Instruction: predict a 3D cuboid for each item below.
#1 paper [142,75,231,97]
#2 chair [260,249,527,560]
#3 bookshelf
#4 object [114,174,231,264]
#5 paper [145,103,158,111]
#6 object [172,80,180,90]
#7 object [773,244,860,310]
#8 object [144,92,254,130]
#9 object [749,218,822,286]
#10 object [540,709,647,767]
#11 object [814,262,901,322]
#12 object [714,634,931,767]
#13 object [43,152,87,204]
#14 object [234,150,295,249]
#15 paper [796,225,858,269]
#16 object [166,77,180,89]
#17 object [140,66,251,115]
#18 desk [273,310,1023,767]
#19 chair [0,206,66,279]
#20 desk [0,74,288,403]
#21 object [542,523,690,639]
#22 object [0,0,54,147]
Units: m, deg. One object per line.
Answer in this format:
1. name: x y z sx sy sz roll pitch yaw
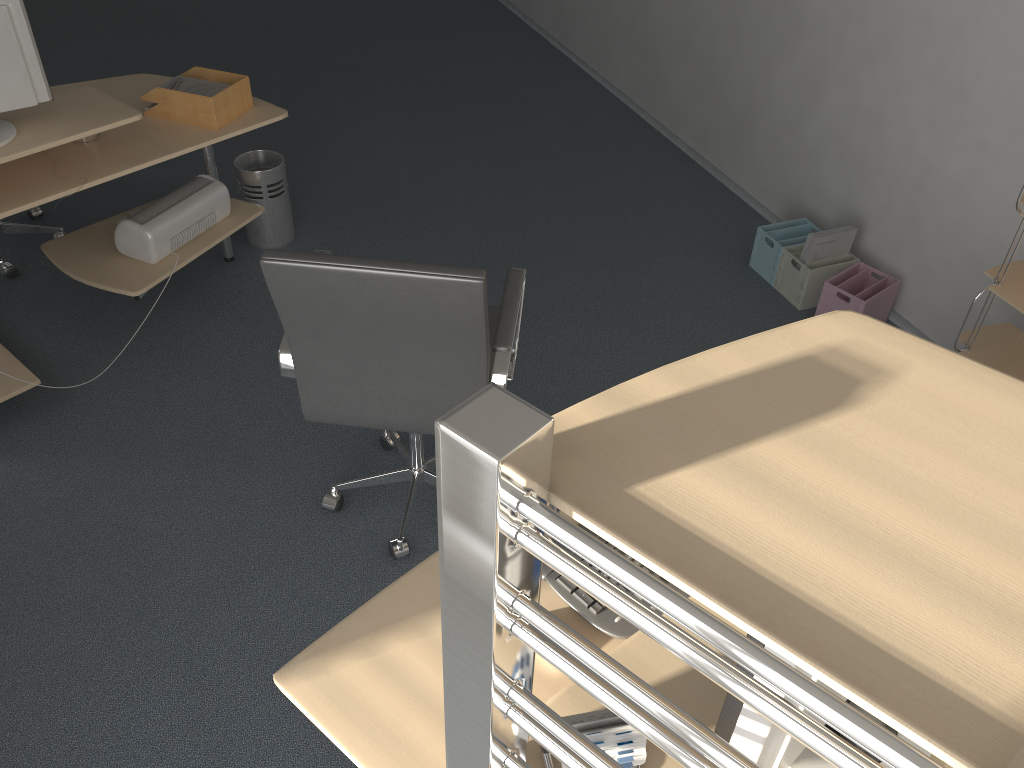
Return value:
1. paper: -1.136 -1.048 3.187 0.297 0.010 0.210 15 41 14
2. chair: -0.278 -0.046 2.456 0.584 1.048 0.652 6 40 4
3. bookshelf: 1.694 -0.277 2.425 0.381 1.572 0.724 -13 42 -17
4. object: -1.356 -0.663 3.399 0.351 0.162 0.438 18 42 18
5. paper: -1.138 -1.008 3.220 0.297 0.019 0.210 15 41 14
6. object: -1.213 -1.064 3.189 0.008 0.009 0.159 -1 40 -4
7. object: 1.265 -0.455 3.699 0.245 0.202 0.185 -13 42 -18
8. object: -1.136 -1.017 3.211 0.309 0.060 0.225 15 41 14
9. object: 1.196 -0.566 3.830 0.245 0.202 0.185 -13 42 -18
10. object: 0.113 0.470 1.170 0.154 0.135 0.093 -6 40 -10
11. object: 1.375 -0.325 3.549 0.245 0.202 0.185 -27 48 -31
12. object: 0.469 0.326 1.139 0.516 0.418 0.245 -22 45 -26
13. object: -1.601 -0.783 2.972 0.478 0.082 0.814 -28 48 -31
14. object: -1.074 -0.798 3.863 0.208 0.377 0.208 -2 40 -5
15. paper: 1.273 -0.500 3.644 0.220 0.306 0.068 -13 42 -18
16. object: -1.231 -1.080 3.207 0.008 0.009 0.159 5 40 3
17. object: -1.135 -1.061 3.176 0.309 0.060 0.225 15 41 14
18. desk: 0.444 0.321 1.642 0.967 1.566 1.469 30 47 30
19. chair: -2.196 -0.996 3.509 0.652 1.048 0.584 20 43 20
20. desk: -1.653 -0.906 3.022 0.967 1.566 1.469 30 47 30
21. object: 0.459 0.454 1.578 0.478 0.082 0.814 -28 48 -31
22. object: -1.613 -0.890 2.506 0.516 0.418 0.245 -17 43 -21
